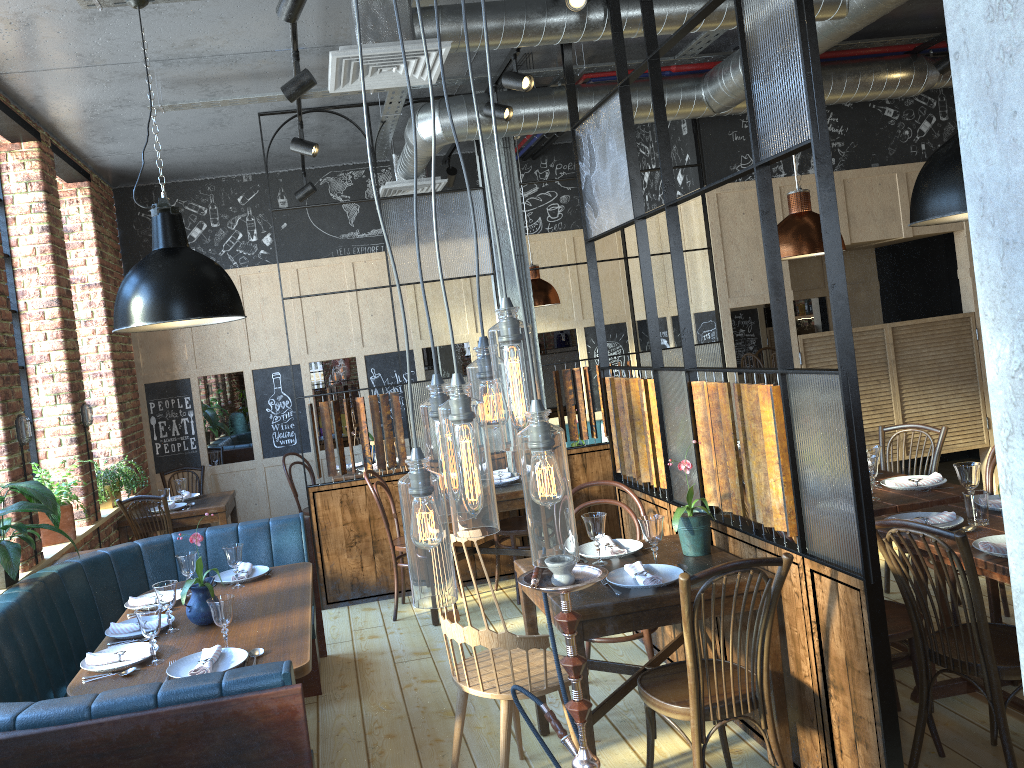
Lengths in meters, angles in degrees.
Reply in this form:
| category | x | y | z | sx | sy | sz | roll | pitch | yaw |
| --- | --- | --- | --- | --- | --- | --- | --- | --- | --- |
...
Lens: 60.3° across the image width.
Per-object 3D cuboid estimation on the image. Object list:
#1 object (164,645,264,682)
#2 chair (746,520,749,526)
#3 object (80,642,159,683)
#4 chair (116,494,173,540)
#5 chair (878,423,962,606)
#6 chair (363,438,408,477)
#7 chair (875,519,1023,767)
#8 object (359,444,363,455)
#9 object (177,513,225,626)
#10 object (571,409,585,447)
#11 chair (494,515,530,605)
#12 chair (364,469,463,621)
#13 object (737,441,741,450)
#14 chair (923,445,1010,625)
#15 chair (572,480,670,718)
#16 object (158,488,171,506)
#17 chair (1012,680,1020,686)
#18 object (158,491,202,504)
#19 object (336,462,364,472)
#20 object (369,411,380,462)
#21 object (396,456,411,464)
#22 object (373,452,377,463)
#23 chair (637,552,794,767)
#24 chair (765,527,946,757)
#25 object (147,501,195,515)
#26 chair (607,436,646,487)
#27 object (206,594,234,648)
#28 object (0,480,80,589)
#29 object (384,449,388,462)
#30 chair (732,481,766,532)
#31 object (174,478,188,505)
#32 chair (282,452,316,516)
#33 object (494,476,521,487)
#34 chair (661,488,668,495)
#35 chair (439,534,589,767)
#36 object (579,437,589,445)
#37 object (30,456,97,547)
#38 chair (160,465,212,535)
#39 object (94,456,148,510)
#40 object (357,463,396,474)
| category | x | y | z | sx | sy | sz | roll | pitch | yaw |
| --- | --- | --- | --- | --- | --- | --- | --- | --- | --- |
| object | -1.009 | 0.934 | 2.973 | 0.322 | 0.051 | 0.272 | -8 | 3 | -6 |
| chair | 1.799 | 0.645 | 5.907 | 0.500 | 0.914 | 0.422 | -8 | 2 | -35 |
| object | -1.408 | 0.976 | 3.154 | 0.267 | 0.051 | 0.328 | -8 | 3 | -7 |
| chair | -2.368 | 1.172 | 6.064 | 0.412 | 0.914 | 0.513 | -7 | 1 | 9 |
| chair | 1.982 | 0.694 | 4.541 | 0.500 | 0.914 | 0.422 | -8 | 2 | -35 |
| chair | -0.995 | 0.917 | 6.851 | 0.519 | 1.005 | 0.465 | -8 | 1 | -23 |
| chair | 1.508 | 0.844 | 2.847 | 0.504 | 0.914 | 0.419 | -8 | 1 | -25 |
| object | -1.216 | 0.593 | 7.328 | 0.094 | 0.191 | 0.103 | -8 | 2 | -39 |
| object | -1.250 | 0.746 | 3.505 | 0.138 | 0.431 | 0.215 | -7 | 1 | 8 |
| object | 0.486 | 0.415 | 6.656 | 0.138 | 0.431 | 0.215 | -7 | 1 | 8 |
| chair | 0.117 | 0.873 | 5.675 | 0.536 | 0.920 | 0.449 | -8 | 1 | -17 |
| chair | -0.607 | 0.972 | 5.573 | 0.557 | 0.920 | 0.432 | -7 | 1 | 8 |
| object | 1.493 | 0.394 | 5.854 | 0.267 | 0.051 | 0.328 | -8 | 3 | -7 |
| chair | 2.162 | 0.695 | 4.090 | 0.557 | 0.920 | 0.432 | -7 | 1 | 8 |
| chair | 0.434 | 0.927 | 3.895 | 0.447 | 0.920 | 0.539 | -7 | 1 | 12 |
| object | -2.595 | 0.846 | 6.590 | 0.085 | 0.119 | 0.083 | -7 | 2 | 8 |
| chair | 2.228 | 0.724 | 3.383 | 0.514 | 0.914 | 0.411 | -7 | 1 | -10 |
| object | -2.545 | 0.866 | 6.748 | 0.322 | 0.051 | 0.272 | -8 | 3 | -6 |
| object | -1.363 | 0.682 | 7.348 | 0.265 | 0.051 | 0.330 | -8 | 3 | -12 |
| object | -1.203 | 0.458 | 7.590 | 0.214 | 0.431 | 0.139 | -8 | 1 | -13 |
| object | -0.920 | 0.622 | 7.404 | 0.267 | 0.051 | 0.328 | -8 | 3 | -7 |
| object | -1.095 | 0.619 | 7.238 | 0.082 | 0.119 | 0.087 | -8 | 2 | -20 |
| chair | 0.630 | 0.960 | 2.800 | 0.396 | 0.914 | 0.533 | -8 | 1 | -16 |
| chair | 1.225 | 0.858 | 3.281 | 0.557 | 0.920 | 0.432 | -7 | 1 | 8 |
| object | -2.448 | 0.876 | 6.311 | 0.322 | 0.051 | 0.272 | -8 | 3 | -6 |
| chair | 0.969 | 0.759 | 5.760 | 0.518 | 0.914 | 0.408 | -7 | 1 | -5 |
| object | -1.024 | 0.856 | 3.131 | 0.101 | 0.191 | 0.095 | -7 | 1 | 20 |
| object | -2.293 | 0.531 | 3.881 | 0.599 | 0.751 | 0.745 | -8 | 2 | -11 |
| object | -1.091 | 0.607 | 7.451 | 0.082 | 0.119 | 0.087 | -8 | 2 | -20 |
| chair | 1.253 | 0.816 | 4.011 | 0.518 | 0.914 | 0.408 | -7 | 1 | -5 |
| object | -2.413 | 0.794 | 6.440 | 0.094 | 0.191 | 0.103 | -8 | 2 | -39 |
| chair | -1.564 | 1.005 | 7.275 | 0.568 | 0.920 | 0.424 | -7 | 1 | 23 |
| object | -0.078 | 0.607 | 5.647 | 0.267 | 0.051 | 0.328 | -8 | 3 | -7 |
| chair | 1.027 | 0.822 | 4.443 | 0.518 | 0.914 | 0.408 | -7 | 1 | -5 |
| chair | -0.027 | 0.986 | 3.195 | 0.431 | 1.005 | 0.559 | -8 | 2 | -38 |
| object | 0.570 | 0.510 | 6.918 | 0.094 | 0.191 | 0.103 | -8 | 2 | -39 |
| object | -2.619 | 0.659 | 4.993 | 0.428 | 0.482 | 0.452 | -7 | 2 | 12 |
| chair | -2.615 | 1.148 | 7.105 | 0.396 | 0.914 | 0.533 | -8 | 1 | -16 |
| object | -2.827 | 0.678 | 6.183 | 0.492 | 0.369 | 0.615 | -8 | 2 | -10 |
| object | -1.079 | 0.661 | 7.050 | 0.322 | 0.051 | 0.272 | -8 | 3 | -6 |
